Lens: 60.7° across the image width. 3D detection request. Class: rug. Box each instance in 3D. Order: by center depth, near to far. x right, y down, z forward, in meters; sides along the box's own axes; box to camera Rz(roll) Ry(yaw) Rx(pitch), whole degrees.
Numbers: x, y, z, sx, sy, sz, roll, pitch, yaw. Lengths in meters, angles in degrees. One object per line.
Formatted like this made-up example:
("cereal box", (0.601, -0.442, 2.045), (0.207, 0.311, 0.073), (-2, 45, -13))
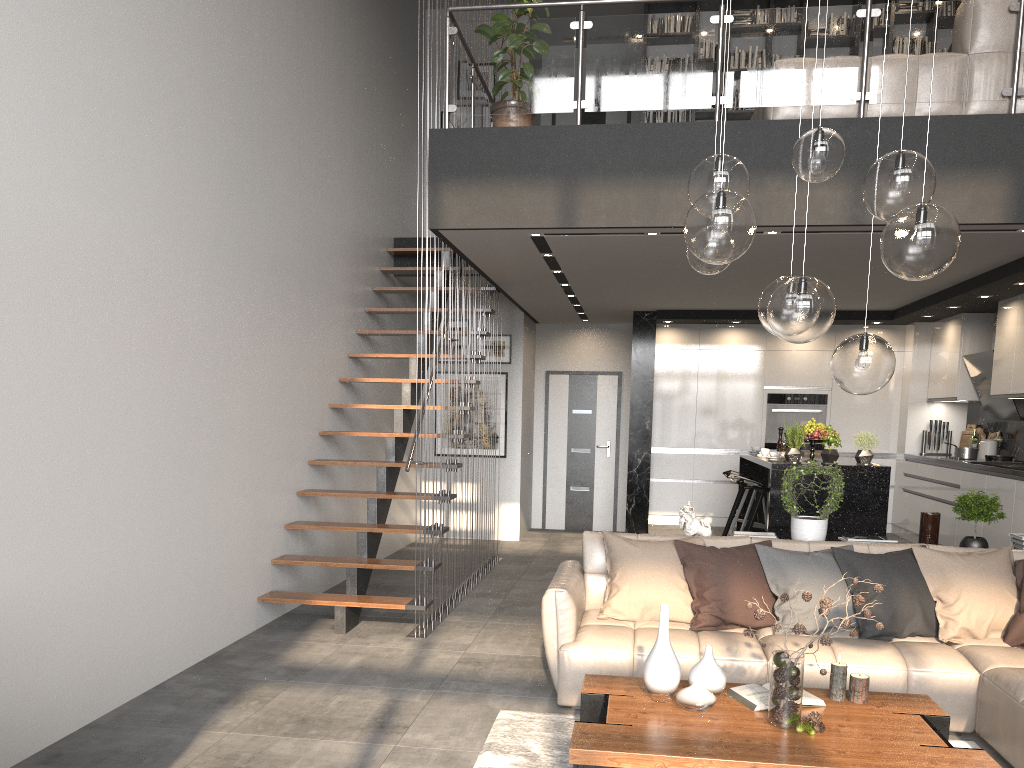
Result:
("rug", (0.961, 1.651, 3.551), (2.296, 0.020, 1.594), (1, -2, 8))

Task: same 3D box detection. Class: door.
("door", (0.963, -2.421, 10.916), (0.973, 2.117, 0.166), (2, 7, 8))
("door", (0.898, 0.886, 11.338), (0.973, 2.117, 0.166), (2, 7, 8))

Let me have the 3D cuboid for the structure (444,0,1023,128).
("structure", (1.892, -1.868, 6.790), (4.218, 0.751, 3.347), (1, -1, 8))

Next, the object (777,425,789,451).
("object", (2.759, 0.558, 8.761), (0.150, 0.288, 0.197), (0, 4, -9))

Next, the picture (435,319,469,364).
("picture", (-0.700, -0.496, 10.189), (0.409, 0.514, 0.024), (2, 7, 8))

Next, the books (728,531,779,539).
("books", (1.508, 0.979, 5.436), (0.348, 0.101, 0.192), (1, 0, 8))

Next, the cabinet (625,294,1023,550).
("cabinet", (2.841, 0.203, 8.024), (3.617, 3.288, 6.145), (1, 0, 8))

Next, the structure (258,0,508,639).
("structure", (-0.843, -1.229, 7.311), (1.178, 6.149, 3.546), (2, 5, 8))

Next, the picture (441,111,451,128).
("picture", (-0.639, -2.864, 9.881), (0.333, 0.418, 0.024), (2, 7, 8))

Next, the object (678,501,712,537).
("object", (1.145, 0.876, 5.452), (0.206, 0.295, 0.134), (3, 6, 27))

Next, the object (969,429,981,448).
("object", (4.663, 0.599, 8.811), (0.089, 0.288, 0.080), (2, 7, 8))

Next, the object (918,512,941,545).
("object", (2.511, 0.905, 5.269), (0.109, 0.272, 0.107), (3, 6, 14))

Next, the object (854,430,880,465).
("object", (2.820, 0.502, 6.973), (0.220, 0.289, 0.208), (3, 4, 21))

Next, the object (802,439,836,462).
("object", (2.528, 0.557, 7.367), (0.367, 0.191, 0.364), (1, 0, -28))

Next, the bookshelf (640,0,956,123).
("bookshelf", (3.100, -2.660, 9.053), (3.518, 2.560, 0.244), (1, 7, 8))

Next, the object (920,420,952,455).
("object", (4.542, 0.573, 9.354), (0.321, 0.379, 0.065), (2, 7, 8))

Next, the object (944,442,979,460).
("object", (4.312, 0.643, 8.384), (0.200, 0.156, 0.345), (1, 0, -1))

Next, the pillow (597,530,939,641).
("pillow", (1.448, 1.110, 4.791), (1.939, 0.508, 0.536), (1, 2, 7))

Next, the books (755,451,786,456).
("books", (2.492, 0.663, 8.348), (0.322, 0.039, 0.171), (1, -1, 7))

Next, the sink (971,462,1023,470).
("sink", (4.233, 0.573, 7.157), (0.497, 0.554, 1.102), (2, 0, 8))

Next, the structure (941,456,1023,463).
("structure", (4.360, 0.714, 8.159), (0.509, 0.061, 0.595), (1, -2, 8))

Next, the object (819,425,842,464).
("object", (2.540, 0.483, 6.985), (0.178, 0.317, 0.170), (3, 6, 19))

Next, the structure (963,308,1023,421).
("structure", (4.478, -0.186, 8.030), (0.413, 1.047, 0.728), (2, 4, 8))

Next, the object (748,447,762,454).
("object", (2.416, 0.656, 8.650), (0.155, 0.071, 0.154), (1, 0, -23))

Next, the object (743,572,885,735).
("object", (1.175, 0.996, 3.316), (0.542, 0.613, 0.312), (0, 5, -21))

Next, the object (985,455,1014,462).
("object", (4.392, 0.674, 7.986), (0.351, 0.061, 0.230), (2, -1, -13))

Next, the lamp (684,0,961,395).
("lamp", (1.086, -2.490, 2.890), (1.231, 5.081, 1.208), (2, 7, 5))

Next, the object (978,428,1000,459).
("object", (4.622, 0.578, 8.484), (0.175, 0.310, 0.155), (2, 6, 11))

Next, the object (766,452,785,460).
("object", (2.241, 0.614, 7.451), (0.155, 0.071, 0.154), (1, 0, -23))

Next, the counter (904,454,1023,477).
("counter", (4.297, 0.720, 7.739), (0.610, 0.041, 3.427), (1, -2, 8))

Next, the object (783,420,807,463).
("object", (2.285, 0.451, 7.038), (0.185, 0.375, 0.194), (-3, 7, -37))

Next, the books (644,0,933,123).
("books", (3.099, -2.705, 9.039), (3.435, 2.371, 0.208), (1, 7, 8))

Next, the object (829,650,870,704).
("object", (1.394, 1.206, 3.611), (0.153, 0.214, 0.076), (3, 6, 18))

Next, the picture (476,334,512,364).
("picture", (-0.208, -0.403, 10.130), (0.409, 0.340, 0.024), (1, 7, 8))

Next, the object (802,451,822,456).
("object", (3.025, 0.690, 8.726), (0.290, 0.031, 0.397), (1, -2, 8))

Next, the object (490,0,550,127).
("object", (0.074, -2.303, 5.636), (0.770, 1.493, 0.522), (4, 7, 28))

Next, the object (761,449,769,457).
("object", (2.322, 0.631, 8.024), (0.084, 0.072, 0.076), (0, 3, -32))

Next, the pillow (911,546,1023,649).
("pillow", (2.806, 1.134, 4.495), (1.376, 0.556, 0.757), (1, 1, 38))

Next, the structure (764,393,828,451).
("structure", (3.244, 0.439, 10.156), (0.654, 0.642, 0.644), (2, 3, 8))

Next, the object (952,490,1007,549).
("object", (2.771, 0.837, 5.229), (0.271, 0.415, 0.306), (-2, 5, -32))

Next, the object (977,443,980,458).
("object", (4.641, 0.657, 8.741), (0.180, 0.165, 0.270), (1, 1, 8))

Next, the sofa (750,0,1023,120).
("sofa", (2.818, -1.886, 6.158), (2.275, 0.793, 2.267), (1, -1, 8))

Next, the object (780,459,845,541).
("object", (1.821, 0.741, 5.346), (0.385, 0.586, 0.212), (0, 6, -11))

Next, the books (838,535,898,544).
("books", (2.155, 0.983, 5.341), (0.325, 0.100, 0.203), (1, 0, 8))

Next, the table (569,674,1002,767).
("table", (0.977, 1.473, 3.400), (1.451, 0.360, 0.889), (1, -1, 8))

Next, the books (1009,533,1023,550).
("books", (3.133, 0.971, 5.150), (0.332, 0.153, 0.197), (1, 2, 9))

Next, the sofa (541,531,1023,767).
("sofa", (1.749, 1.282, 4.289), (3.241, 0.831, 1.859), (1, 0, 8))

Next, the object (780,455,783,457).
("object", (2.407, 0.643, 7.907), (0.074, 0.043, 0.127), (1, -1, 1))

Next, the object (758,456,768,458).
("object", (2.360, 0.664, 7.953), (0.227, 0.003, 0.226), (1, -2, 8))

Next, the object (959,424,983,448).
("object", (4.759, 0.587, 9.090), (0.097, 0.335, 0.396), (2, 2, 8))

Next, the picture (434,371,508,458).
("picture", (-0.486, 0.359, 10.261), (0.871, 1.011, 0.024), (2, 7, 8))

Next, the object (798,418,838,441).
("object", (2.540, 0.390, 7.353), (0.347, 0.218, 0.316), (1, 1, 6))

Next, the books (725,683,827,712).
("books", (1.087, 1.285, 3.605), (0.343, 0.040, 0.229), (2, -2, -14))

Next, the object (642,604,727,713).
("object", (0.695, 1.094, 3.545), (0.315, 0.404, 0.316), (3, 4, 27))

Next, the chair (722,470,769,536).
("chair", (2.193, 1.216, 8.105), (0.434, 0.746, 1.713), (2, 0, 8))
